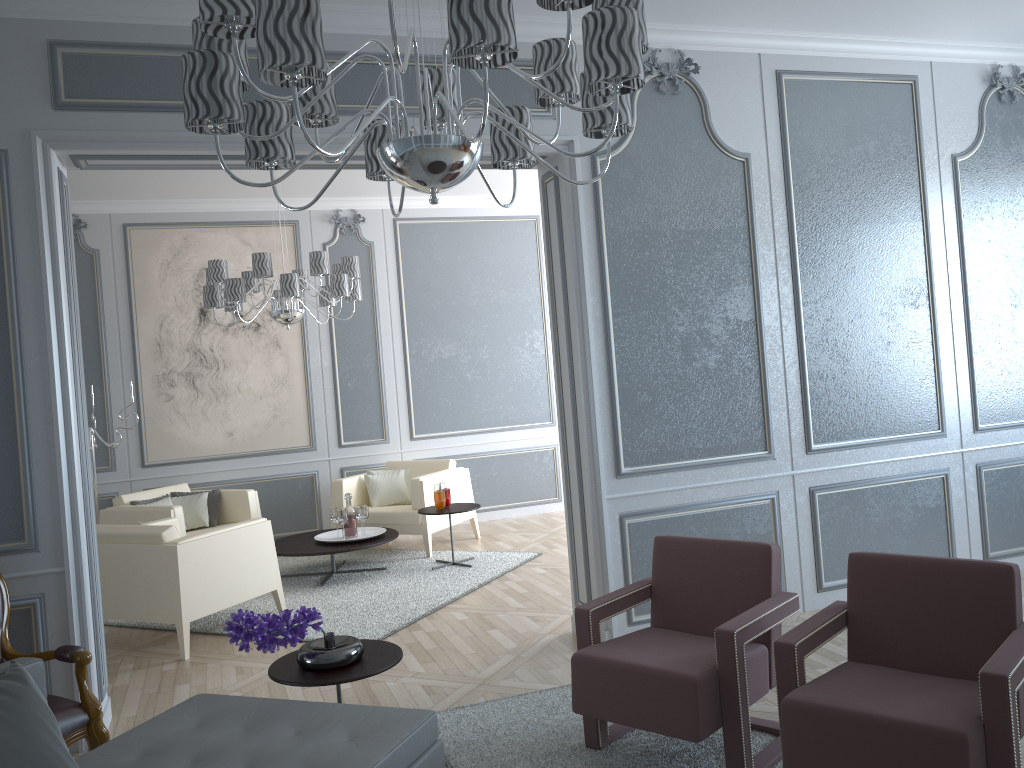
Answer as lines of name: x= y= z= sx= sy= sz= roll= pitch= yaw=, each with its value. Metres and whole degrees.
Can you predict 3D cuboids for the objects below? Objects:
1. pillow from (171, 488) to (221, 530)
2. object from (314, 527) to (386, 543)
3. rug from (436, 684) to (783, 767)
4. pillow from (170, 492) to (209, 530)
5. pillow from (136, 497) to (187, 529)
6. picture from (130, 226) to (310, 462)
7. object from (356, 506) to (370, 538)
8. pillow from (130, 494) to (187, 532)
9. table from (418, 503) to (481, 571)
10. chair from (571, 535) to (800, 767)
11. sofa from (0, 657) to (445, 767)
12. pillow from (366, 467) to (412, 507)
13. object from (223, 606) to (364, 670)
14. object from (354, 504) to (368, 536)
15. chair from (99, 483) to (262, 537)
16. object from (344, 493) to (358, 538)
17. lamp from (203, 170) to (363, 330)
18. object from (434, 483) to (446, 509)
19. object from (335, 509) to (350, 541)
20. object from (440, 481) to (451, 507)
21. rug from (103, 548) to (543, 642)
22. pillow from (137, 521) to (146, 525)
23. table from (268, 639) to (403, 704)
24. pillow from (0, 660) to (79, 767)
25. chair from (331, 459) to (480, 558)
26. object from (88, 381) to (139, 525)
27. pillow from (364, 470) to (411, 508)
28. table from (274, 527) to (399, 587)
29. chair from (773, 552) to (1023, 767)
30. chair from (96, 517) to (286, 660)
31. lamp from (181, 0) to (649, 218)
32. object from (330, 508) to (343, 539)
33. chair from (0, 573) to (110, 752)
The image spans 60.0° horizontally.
pillow: x=-2.251 y=0.896 z=6.284 sx=0.351 sy=0.276 sz=0.184 roll=-5 pitch=0 yaw=-3
object: x=-1.060 y=0.997 z=5.824 sx=0.468 sy=0.028 sz=0.468 roll=-5 pitch=1 yaw=-6
rug: x=0.156 y=1.209 z=1.749 sx=2.019 sy=0.010 sz=3.203 roll=-5 pitch=1 yaw=-19
pillow: x=-2.281 y=0.899 z=6.201 sx=0.312 sy=0.245 sz=0.163 roll=-5 pitch=0 yaw=-14
pillow: x=-2.371 y=0.909 z=6.006 sx=0.163 sy=0.245 sz=0.312 roll=-4 pitch=0 yaw=16
picture: x=-2.241 y=-0.337 z=6.867 sx=1.200 sy=1.751 sz=0.001 roll=-5 pitch=0 yaw=-19
object: x=-0.974 y=0.903 z=5.815 sx=0.080 sy=0.196 sz=0.080 roll=-5 pitch=0 yaw=-36
pillow: x=-2.428 y=0.913 z=6.074 sx=0.184 sy=0.276 sz=0.351 roll=-4 pitch=0 yaw=27
table: x=-0.397 y=1.006 z=5.825 sx=0.414 sy=0.385 sz=0.414 roll=-4 pitch=0 yaw=29
chair: x=0.537 y=0.850 z=2.824 sx=0.576 sy=0.620 sz=0.606 roll=-4 pitch=0 yaw=41
sofa: x=-0.959 y=0.962 z=1.477 sx=0.809 sy=0.668 sz=2.205 roll=-4 pitch=1 yaw=21
pillow: x=-0.919 y=0.784 z=6.741 sx=0.351 sy=0.276 sz=0.184 roll=-5 pitch=0 yaw=-13
object: x=-0.643 y=0.758 z=2.677 sx=0.206 sy=0.221 sz=0.425 roll=-4 pitch=1 yaw=41
object: x=-1.002 y=0.904 z=5.894 sx=0.080 sy=0.196 sz=0.080 roll=-5 pitch=0 yaw=-36
chair: x=-2.267 y=1.031 z=6.128 sx=0.737 sy=0.621 sz=0.855 roll=-4 pitch=1 yaw=26
object: x=-1.069 y=0.863 z=5.836 sx=0.086 sy=0.290 sz=0.086 roll=-5 pitch=0 yaw=2
lamp: x=-1.488 y=-0.904 z=5.702 sx=0.977 sy=1.120 sz=0.976 roll=-5 pitch=0 yaw=-30
object: x=-0.475 y=0.736 z=5.819 sx=0.075 sy=0.165 sz=0.075 roll=-5 pitch=0 yaw=-30
object: x=-1.098 y=0.914 z=5.750 sx=0.080 sy=0.196 sz=0.080 roll=-5 pitch=0 yaw=-16
object: x=-0.446 y=0.733 z=5.901 sx=0.075 sy=0.165 sz=0.075 roll=-5 pitch=0 yaw=30
rug: x=-1.131 y=1.256 z=5.538 sx=1.999 sy=0.010 sz=2.001 roll=-4 pitch=1 yaw=26
pillow: x=-1.939 y=0.894 z=4.757 sx=0.182 sy=0.285 sz=0.360 roll=-5 pitch=0 yaw=-13
table: x=-0.533 y=1.052 z=2.768 sx=0.414 sy=0.385 sz=0.414 roll=-5 pitch=0 yaw=-31
pillow: x=-1.054 y=0.792 z=1.749 sx=0.253 sy=0.354 sz=0.422 roll=-4 pitch=0 yaw=19
chair: x=-0.810 y=0.908 z=6.624 sx=0.854 sy=0.621 sz=0.737 roll=-4 pitch=0 yaw=26
object: x=-2.869 y=0.696 z=6.091 sx=0.446 sy=1.386 sz=0.447 roll=-5 pitch=0 yaw=26
pillow: x=-0.934 y=0.785 z=6.653 sx=0.312 sy=0.245 sz=0.163 roll=-5 pitch=0 yaw=-24
table: x=-1.181 y=1.141 z=5.839 sx=0.883 sy=0.239 sz=0.882 roll=-5 pitch=1 yaw=-21
chair: x=1.042 y=0.817 z=2.339 sx=0.576 sy=0.620 sz=0.606 roll=-4 pitch=0 yaw=41
chair: x=-1.797 y=1.014 z=4.734 sx=0.854 sy=0.621 sz=0.737 roll=-4 pitch=0 yaw=26
lamp: x=-0.219 y=-0.950 z=1.942 sx=0.977 sy=1.120 sz=0.976 roll=-5 pitch=0 yaw=-30
object: x=-1.151 y=0.917 z=5.833 sx=0.080 sy=0.196 sz=0.080 roll=-5 pitch=0 yaw=-36
chair: x=-1.689 y=0.927 z=2.754 sx=0.574 sy=0.828 sz=0.573 roll=-4 pitch=0 yaw=31
